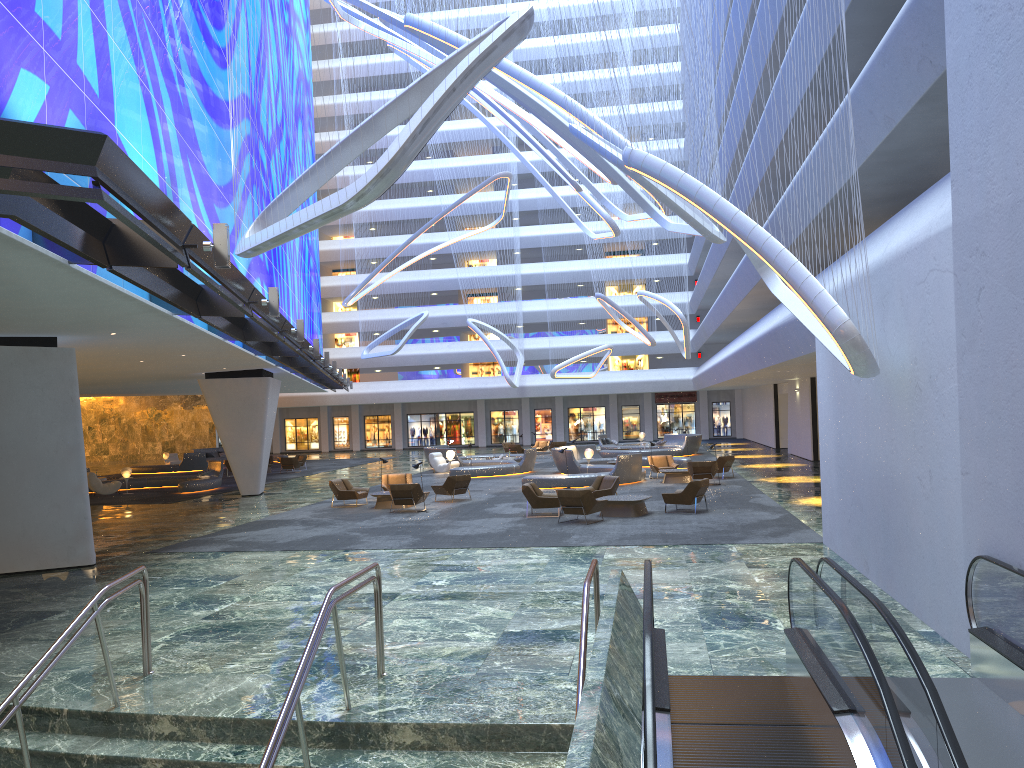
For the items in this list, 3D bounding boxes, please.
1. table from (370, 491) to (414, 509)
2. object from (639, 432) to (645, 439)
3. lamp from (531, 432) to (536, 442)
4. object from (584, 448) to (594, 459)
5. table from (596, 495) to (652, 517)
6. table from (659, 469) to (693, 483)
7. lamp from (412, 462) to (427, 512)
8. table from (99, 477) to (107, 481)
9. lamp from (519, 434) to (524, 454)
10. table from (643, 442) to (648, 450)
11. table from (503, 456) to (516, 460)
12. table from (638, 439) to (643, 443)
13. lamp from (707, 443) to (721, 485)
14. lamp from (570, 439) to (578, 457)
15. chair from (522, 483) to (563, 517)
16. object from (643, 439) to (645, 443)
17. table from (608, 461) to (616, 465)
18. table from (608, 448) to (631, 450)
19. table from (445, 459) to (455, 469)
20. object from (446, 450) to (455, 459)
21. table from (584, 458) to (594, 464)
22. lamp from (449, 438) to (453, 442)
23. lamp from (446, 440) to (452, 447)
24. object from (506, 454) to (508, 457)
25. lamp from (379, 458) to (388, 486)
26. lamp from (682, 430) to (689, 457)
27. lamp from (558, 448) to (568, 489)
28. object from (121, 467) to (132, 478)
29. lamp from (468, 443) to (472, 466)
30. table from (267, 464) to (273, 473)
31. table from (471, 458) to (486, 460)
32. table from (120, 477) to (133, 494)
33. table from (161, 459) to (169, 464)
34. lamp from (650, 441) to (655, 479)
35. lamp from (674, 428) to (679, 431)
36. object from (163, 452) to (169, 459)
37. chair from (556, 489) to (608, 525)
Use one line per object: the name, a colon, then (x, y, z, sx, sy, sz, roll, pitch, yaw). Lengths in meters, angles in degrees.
table: (-3.241, 3.191, 24.472, 1.203, 0.392, 1.203, -2, -2, 9)
object: (7.687, 3.040, 52.354, 0.367, 0.387, 0.318, -2, -1, -9)
lamp: (1.249, 3.380, 50.565, 0.384, 1.300, 0.202, -2, 0, -30)
object: (2.921, 2.631, 33.567, 0.367, 0.387, 0.318, -2, -1, 16)
table: (2.603, 2.846, 20.647, 1.204, 0.392, 1.203, -3, -2, 27)
table: (5.386, 2.993, 28.825, 1.203, 0.392, 1.203, -2, -2, 8)
lamp: (-2.397, 2.663, 22.977, 0.384, 1.300, 0.202, -2, 0, 26)
table: (-17.163, 4.117, 36.951, 0.671, 0.406, 0.674, -2, -1, -4)
lamp: (0.540, 3.301, 47.134, 0.202, 1.300, 0.384, -2, 0, -29)
table: (6.924, 3.365, 46.325, 0.418, 0.595, 0.427, -2, 0, 5)
table: (-0.032, 3.590, 41.295, 0.673, 0.406, 0.671, -2, -1, -29)
table: (7.450, 3.492, 51.068, 0.417, 0.595, 0.428, -2, -1, -37)
lamp: (6.229, 2.464, 27.330, 0.384, 1.300, 0.202, -2, 0, 26)
lamp: (2.593, 2.885, 36.311, 0.384, 1.300, 0.202, -2, 0, 26)
chair: (0.751, 2.752, 21.094, 0.939, 0.766, 0.929, -2, -1, 11)
object: (7.409, 3.233, 49.747, 0.131, 0.252, 0.103, -2, 0, -8)
table: (4.319, 3.207, 34.379, 1.203, 0.392, 1.203, -2, -2, 9)
table: (5.522, 3.508, 45.546, 1.203, 0.392, 1.203, -2, -2, 9)
table: (-2.568, 3.438, 36.876, 0.418, 0.595, 0.428, -2, -1, -17)
object: (-2.556, 2.947, 36.915, 0.367, 0.387, 0.318, -2, -1, -9)
table: (2.894, 3.123, 33.545, 0.418, 0.595, 0.427, -2, 0, 8)
lamp: (-3.029, 3.343, 44.059, 0.202, 1.300, 0.384, -2, 0, -37)
lamp: (-2.956, 3.265, 41.647, 0.384, 1.300, 0.202, -2, 0, 2)
object: (-0.247, 3.338, 41.344, 0.071, 0.118, 0.151, -2, -1, 19)
lamp: (-3.792, 2.817, 26.191, 0.202, 1.300, 0.384, -2, 0, 25)
lamp: (8.382, 2.861, 42.729, 0.202, 1.300, 0.384, -2, 0, -32)
lamp: (1.668, 2.665, 28.113, 0.384, 1.300, 0.202, -2, 0, 26)
object: (-14.278, 3.274, 32.830, 0.318, 0.387, 0.367, -2, -1, 16)
lamp: (-1.683, 3.051, 36.341, 0.202, 1.300, 0.384, -2, 0, -16)
table: (-12.168, 4.107, 42.792, 1.202, 0.392, 1.204, -1, -2, -27)
table: (-1.546, 3.647, 41.248, 0.674, 0.406, 0.671, -3, -1, 28)
table: (-14.236, 3.762, 32.786, 0.428, 0.595, 0.418, -2, 0, 8)
table: (-19.141, 4.455, 48.949, 0.418, 0.595, 0.427, -2, 0, 8)
lamp: (4.834, 2.618, 30.544, 0.202, 1.300, 0.384, -2, 0, 25)
lamp: (8.719, 2.973, 46.773, 0.384, 1.300, 0.202, -2, 0, 8)
object: (-19.114, 3.963, 48.970, 0.367, 0.387, 0.318, -2, -1, 16)
chair: (1.507, 2.674, 19.551, 0.930, 0.766, 0.938, -3, -1, 36)
